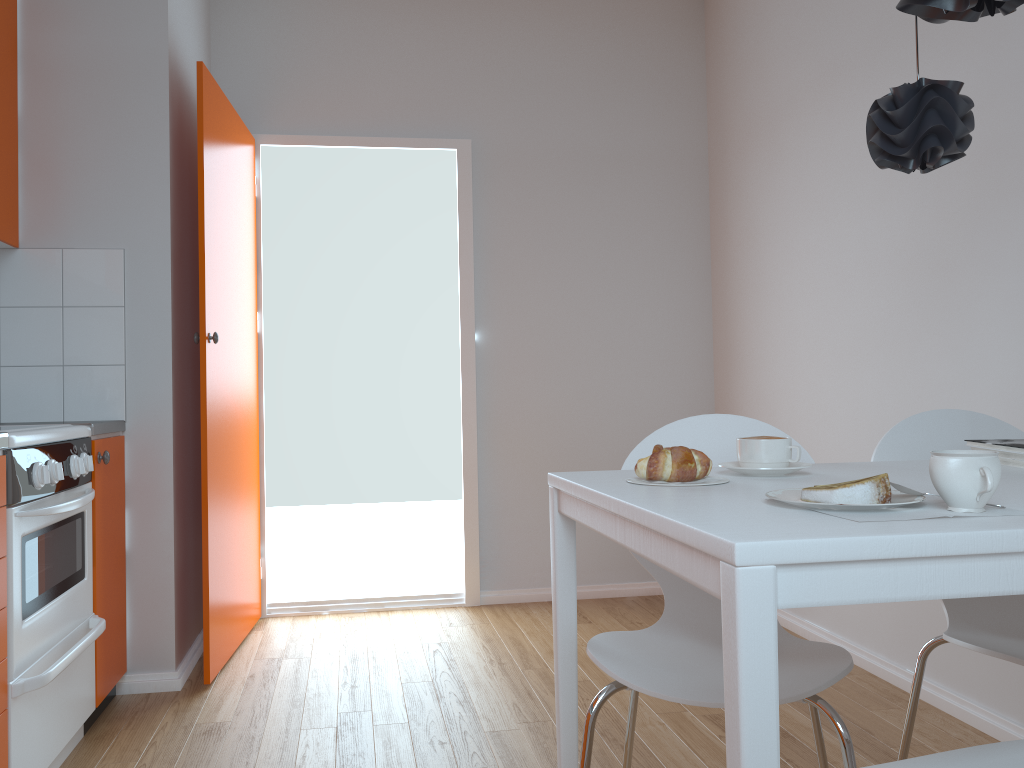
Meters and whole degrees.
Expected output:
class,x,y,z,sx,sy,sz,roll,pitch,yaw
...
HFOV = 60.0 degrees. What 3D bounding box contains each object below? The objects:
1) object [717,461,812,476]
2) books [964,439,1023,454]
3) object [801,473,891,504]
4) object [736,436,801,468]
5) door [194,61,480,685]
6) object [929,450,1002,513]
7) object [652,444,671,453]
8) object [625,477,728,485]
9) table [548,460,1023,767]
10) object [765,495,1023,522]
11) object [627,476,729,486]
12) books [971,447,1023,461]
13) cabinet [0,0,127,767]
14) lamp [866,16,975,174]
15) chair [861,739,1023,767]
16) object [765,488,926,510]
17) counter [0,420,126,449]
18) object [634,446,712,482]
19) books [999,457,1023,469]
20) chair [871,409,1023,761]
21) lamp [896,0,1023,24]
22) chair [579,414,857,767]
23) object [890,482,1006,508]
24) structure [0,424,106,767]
class,x,y,z,sx,sy,sz,roll,pitch,yaw
object,0.446,0.152,1.568,0.161,0.020,0.160,-1,-1,5
books,1.005,0.116,1.652,0.208,0.012,0.256,-1,-1,7
object,0.418,0.133,1.143,0.074,0.043,0.129,-1,-1,-18
object,0.448,0.124,1.569,0.098,0.064,0.094,-1,-1,-6
door,-0.839,-0.047,3.609,0.698,2.056,1.377,-2,-2,38
object,0.538,0.116,1.054,0.077,0.070,0.082,-2,-1,40
object,0.277,0.132,1.511,0.075,0.059,0.060,-1,-1,12
object,0.271,0.159,1.474,0.121,0.005,0.122,-1,-1,-30
table,0.777,0.536,1.369,1.267,0.771,0.838,-1,-1,-9
object,0.477,0.152,1.114,0.226,0.003,0.229,-1,-1,-10
object,0.275,0.161,1.472,0.169,0.005,0.164,-2,-1,33
books,1.011,0.128,1.649,0.192,0.014,0.253,-1,-1,3
cabinet,-1.275,-0.213,1.254,0.698,2.349,3.133,-1,-1,-10
lamp,0.703,-1.126,1.576,0.170,1.506,0.169,-1,-1,7
chair,0.587,0.484,0.850,0.499,0.871,0.651,-1,-1,-20
object,0.427,0.149,1.142,0.190,0.012,0.192,-1,-1,-12
counter,-1.285,0.142,1.242,0.675,0.132,3.132,-1,-1,-10
object,0.272,0.132,1.457,0.130,0.060,0.070,-1,-1,-9
books,1.013,0.143,1.653,0.192,0.014,0.258,-1,-1,5
chair,1.000,0.486,1.640,0.503,0.871,0.647,-1,-1,-5
lamp,0.733,-1.229,1.405,0.299,1.294,0.291,-2,-2,37
chair,0.379,0.498,1.634,0.508,0.871,0.640,-1,-1,15
object,0.538,0.138,1.101,0.132,0.027,0.027,-2,-1,40
structure,-1.411,0.542,2.110,0.726,0.865,0.624,-1,-1,-9
